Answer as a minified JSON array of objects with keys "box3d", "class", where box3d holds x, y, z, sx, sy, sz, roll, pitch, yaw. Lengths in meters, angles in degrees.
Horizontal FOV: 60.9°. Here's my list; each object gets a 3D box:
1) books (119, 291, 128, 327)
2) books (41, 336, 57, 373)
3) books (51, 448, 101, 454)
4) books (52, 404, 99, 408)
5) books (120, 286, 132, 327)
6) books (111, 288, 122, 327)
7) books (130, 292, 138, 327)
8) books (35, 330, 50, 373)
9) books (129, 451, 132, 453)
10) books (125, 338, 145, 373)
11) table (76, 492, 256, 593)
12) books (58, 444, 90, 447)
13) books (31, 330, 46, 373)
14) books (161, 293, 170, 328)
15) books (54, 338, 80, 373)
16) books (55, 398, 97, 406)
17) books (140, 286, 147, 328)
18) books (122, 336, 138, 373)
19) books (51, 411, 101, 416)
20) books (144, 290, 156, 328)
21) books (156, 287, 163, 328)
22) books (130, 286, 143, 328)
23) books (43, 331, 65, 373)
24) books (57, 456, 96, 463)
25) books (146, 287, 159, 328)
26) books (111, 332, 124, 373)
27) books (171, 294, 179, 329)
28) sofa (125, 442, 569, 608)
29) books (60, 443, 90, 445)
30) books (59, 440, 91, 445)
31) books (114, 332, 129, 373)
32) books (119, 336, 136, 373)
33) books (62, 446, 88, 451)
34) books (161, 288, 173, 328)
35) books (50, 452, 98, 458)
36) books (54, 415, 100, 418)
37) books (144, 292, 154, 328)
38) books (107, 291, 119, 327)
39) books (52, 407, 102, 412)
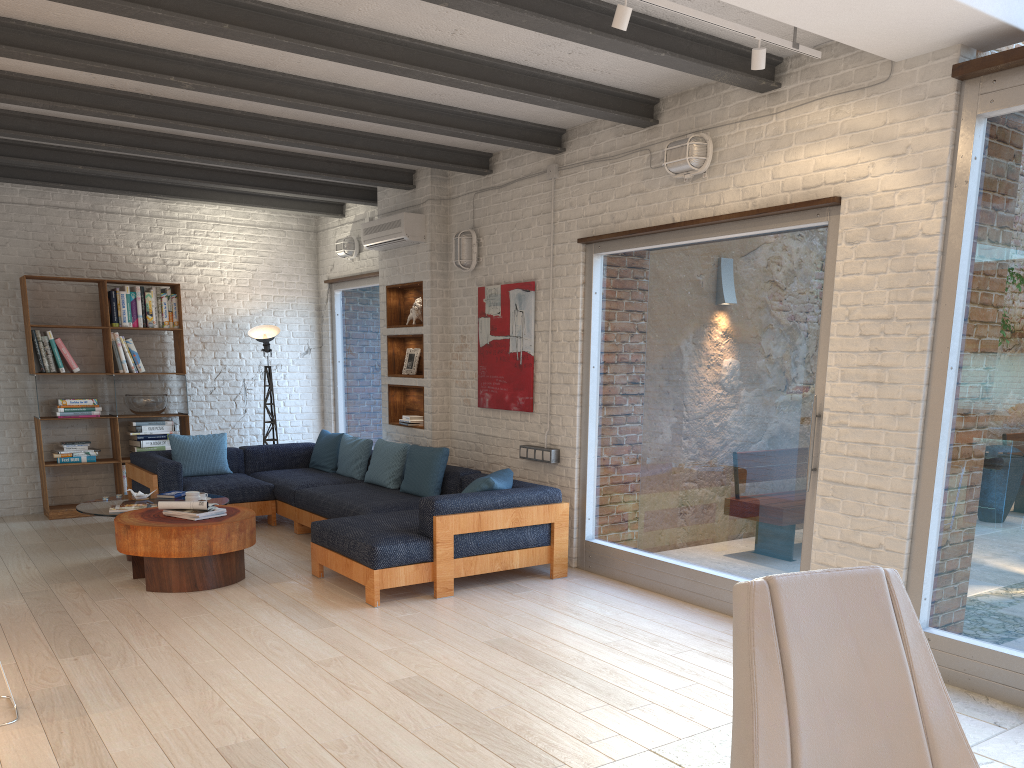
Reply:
[{"box3d":[-3.716,-0.705,8.286,0.055,0.338,0.250,-8,11,-35],"class":"books"},{"box3d":[-4.283,-0.272,8.031,0.101,0.343,0.250,-7,11,-35],"class":"books"},{"box3d":[-4.142,0.634,8.277,0.376,0.019,0.241,-1,2,-42],"class":"books"},{"box3d":[-4.113,0.206,8.219,0.353,0.021,0.268,-1,2,-36],"class":"books"},{"box3d":[-3.679,-0.733,8.309,0.036,0.394,0.239,-8,12,-35],"class":"books"},{"box3d":[-3.757,-0.719,8.275,0.020,0.369,0.267,-8,12,-35],"class":"books"},{"box3d":[-3.650,-0.706,8.353,0.055,0.338,0.250,-8,11,-35],"class":"books"},{"box3d":[-4.314,-0.297,7.982,0.090,0.395,0.239,-7,12,-35],"class":"books"},{"box3d":[-3.571,0.700,8.673,0.376,0.066,0.241,-1,3,-40],"class":"books"},{"box3d":[-3.663,-0.273,8.418,0.156,0.338,0.250,-6,11,-35],"class":"books"},{"box3d":[-2.524,1.103,6.324,1.071,0.457,1.798,-1,3,-30],"class":"table"},{"box3d":[-4.165,0.580,8.286,0.234,0.019,0.168,-1,2,-42],"class":"books"},{"box3d":[-4.340,-0.296,7.954,0.090,0.395,0.239,-7,12,-35],"class":"books"},{"box3d":[-3.410,-0.708,8.499,0.055,0.338,0.250,-8,11,-35],"class":"books"},{"box3d":[-4.157,-0.265,8.109,0.193,0.327,0.250,-6,10,-35],"class":"books"},{"box3d":[-4.105,0.167,8.214,0.325,0.057,0.250,-1,2,-32],"class":"books"},{"box3d":[-3.574,-0.734,8.387,0.036,0.394,0.239,-8,12,-35],"class":"books"},{"box3d":[-3.711,-0.282,8.400,0.123,0.358,0.267,-7,11,-35],"class":"books"},{"box3d":[-4.113,0.273,8.217,0.376,0.037,0.241,-1,2,-39],"class":"books"},{"box3d":[-3.504,-0.721,8.437,0.020,0.369,0.267,-8,12,-35],"class":"books"},{"box3d":[-3.450,-0.735,8.472,0.036,0.394,0.239,-8,12,-35],"class":"books"},{"box3d":[-3.599,-0.734,8.358,0.036,0.394,0.239,-8,12,-35],"class":"books"},{"box3d":[-4.219,-0.295,8.032,0.120,0.392,0.239,-7,12,-35],"class":"books"},{"box3d":[-4.140,0.708,8.296,0.325,0.057,0.250,0,2,-25],"class":"books"},{"box3d":[-3.488,-0.735,8.461,0.036,0.394,0.239,-8,12,-35],"class":"books"},{"box3d":[-3.805,-0.299,8.337,0.100,0.394,0.239,-7,12,-35],"class":"books"},{"box3d":[-3.343,-0.709,8.571,0.055,0.338,0.250,-8,11,-35],"class":"books"},{"box3d":[-1.587,0.980,7.091,2.066,0.677,3.888,-1,3,-35],"class":"sofa"},{"box3d":[-4.155,0.567,8.282,0.241,0.008,0.153,-1,2,-35],"class":"books"},{"box3d":[-4.146,0.554,8.269,0.250,0.017,0.159,-1,2,-35],"class":"books"},{"box3d":[-3.761,-0.298,8.339,0.102,0.394,0.239,-7,12,-35],"class":"books"},{"box3d":[-3.723,-0.282,8.381,0.123,0.358,0.267,-7,11,-35],"class":"books"},{"box3d":[-4.157,0.607,8.289,0.204,0.034,0.130,-1,3,-35],"class":"books"},{"box3d":[-3.373,-0.736,8.524,0.036,0.394,0.239,-8,12,-35],"class":"books"},{"box3d":[-4.161,0.661,8.282,0.377,0.037,0.240,-1,2,-35],"class":"books"},{"box3d":[-4.110,0.301,8.234,0.353,0.021,0.268,-1,2,-35],"class":"books"},{"box3d":[-3.528,-0.706,8.406,0.055,0.338,0.250,-8,11,-35],"class":"books"},{"box3d":[-3.790,-0.705,8.257,0.055,0.338,0.250,-8,11,-35],"class":"books"},{"box3d":[-4.100,0.236,8.210,0.376,0.037,0.241,-1,2,-41],"class":"books"}]
